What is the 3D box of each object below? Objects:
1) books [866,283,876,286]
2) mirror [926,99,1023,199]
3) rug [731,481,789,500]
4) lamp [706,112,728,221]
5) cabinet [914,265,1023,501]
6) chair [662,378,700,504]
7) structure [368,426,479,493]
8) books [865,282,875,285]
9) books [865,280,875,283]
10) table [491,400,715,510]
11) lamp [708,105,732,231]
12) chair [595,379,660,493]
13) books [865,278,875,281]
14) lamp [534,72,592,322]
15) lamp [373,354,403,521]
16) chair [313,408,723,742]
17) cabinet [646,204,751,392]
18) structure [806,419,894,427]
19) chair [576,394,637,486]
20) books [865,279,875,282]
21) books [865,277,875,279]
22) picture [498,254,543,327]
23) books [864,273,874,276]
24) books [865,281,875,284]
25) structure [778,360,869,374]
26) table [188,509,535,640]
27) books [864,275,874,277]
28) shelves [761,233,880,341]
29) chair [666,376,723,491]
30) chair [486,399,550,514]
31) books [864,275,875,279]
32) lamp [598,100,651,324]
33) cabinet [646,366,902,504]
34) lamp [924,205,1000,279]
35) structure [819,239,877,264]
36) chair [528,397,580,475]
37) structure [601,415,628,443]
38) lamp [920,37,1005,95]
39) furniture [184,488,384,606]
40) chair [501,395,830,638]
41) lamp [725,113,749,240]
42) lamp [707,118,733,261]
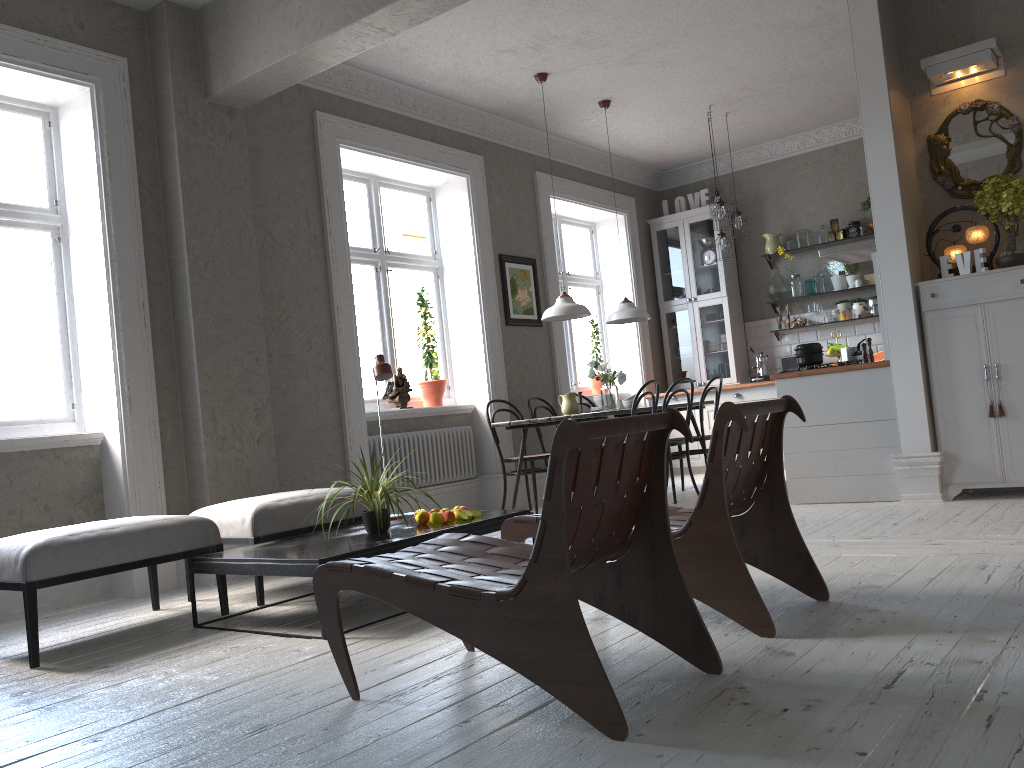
[{"bbox_3d":[3.567,-0.967,8.546,0.255,0.011,0.161,-8,-3,40],"label":"books"},{"bbox_3d":[2.811,-1.433,5.388,0.522,0.593,0.072,-8,-3,37],"label":"mirror"},{"bbox_3d":[2.032,0.795,6.683,0.721,0.014,1.315,-8,-3,37],"label":"rug"},{"bbox_3d":[1.769,-2.340,7.962,0.144,1.734,0.149,-7,-2,24],"label":"lamp"},{"bbox_3d":[2.810,0.005,5.157,0.653,1.297,0.392,-8,-3,37],"label":"cabinet"},{"bbox_3d":[1.153,0.438,6.774,0.537,0.920,0.447,-8,-3,45],"label":"chair"},{"bbox_3d":[-0.694,0.571,6.771,0.146,0.428,1.248,-7,-3,36],"label":"structure"},{"bbox_3d":[3.565,-0.979,8.546,0.255,0.011,0.161,-8,-3,43],"label":"books"},{"bbox_3d":[3.563,-1.000,8.547,0.161,0.016,0.255,-4,-3,-44],"label":"books"},{"bbox_3d":[0.824,0.578,7.045,0.886,0.735,1.959,-8,-3,37],"label":"table"},{"bbox_3d":[1.758,-2.216,7.772,0.147,1.734,0.146,-6,-2,-6],"label":"lamp"},{"bbox_3d":[0.825,0.454,6.339,0.538,0.920,0.446,-7,-3,34],"label":"chair"},{"bbox_3d":[3.561,-1.022,8.548,0.255,0.011,0.161,-8,-3,40],"label":"books"},{"bbox_3d":[0.313,-1.414,6.657,0.384,1.858,0.375,-5,-2,-15],"label":"lamp"},{"bbox_3d":[-0.652,0.272,4.479,0.140,0.839,0.248,-5,-2,-17],"label":"lamp"},{"bbox_3d":[-0.026,0.477,2.453,0.996,0.720,0.518,-8,-3,37],"label":"chair"},{"bbox_3d":[2.019,-0.878,9.522,0.861,1.920,0.396,-8,-3,37],"label":"cabinet"},{"bbox_3d":[2.187,0.241,5.921,0.606,0.623,0.635,-8,-3,37],"label":"structure"},{"bbox_3d":[0.767,0.520,7.733,0.447,0.920,0.537,-4,-3,-40],"label":"chair"},{"bbox_3d":[3.562,-1.011,8.548,0.255,0.011,0.161,-8,-3,43],"label":"books"},{"bbox_3d":[3.560,-1.032,8.548,0.255,0.011,0.161,-8,-3,43],"label":"books"},{"bbox_3d":[0.083,-0.809,7.740,0.019,0.619,0.532,-8,-3,37],"label":"picture"},{"bbox_3d":[3.557,-1.064,8.550,0.255,0.011,0.161,-8,-3,43],"label":"books"},{"bbox_3d":[3.564,-0.989,8.547,0.161,0.016,0.255,-4,-3,-40],"label":"books"},{"bbox_3d":[2.132,-0.118,5.954,0.486,0.031,0.618,-8,-3,37],"label":"structure"},{"bbox_3d":[-0.618,0.820,4.014,0.832,0.303,1.337,-8,-3,37],"label":"table"},{"bbox_3d":[3.558,-1.054,8.549,0.161,0.016,0.255,-4,-3,-44],"label":"books"},{"bbox_3d":[3.194,-0.939,8.817,1.290,0.923,0.233,-8,-3,37],"label":"shelves"},{"bbox_3d":[1.468,0.422,7.156,0.538,0.920,0.446,-7,-3,34],"label":"chair"},{"bbox_3d":[0.109,0.553,6.897,0.537,0.920,0.447,-8,-3,45],"label":"chair"},{"bbox_3d":[3.559,-1.043,8.549,0.161,0.016,0.255,-4,-3,-40],"label":"books"},{"bbox_3d":[0.868,-1.441,7.381,0.371,1.858,0.387,-8,-3,44],"label":"lamp"},{"bbox_3d":[2.594,0.345,7.468,1.998,0.854,4.174,-6,-2,-6],"label":"cabinet"},{"bbox_3d":[2.712,-0.793,5.322,0.175,0.558,0.440,-4,-3,-45],"label":"lamp"},{"bbox_3d":[2.728,-1.795,6.776,0.698,1.595,0.726,-8,-3,37],"label":"structure"},{"bbox_3d":[0.451,0.536,7.349,0.538,0.920,0.446,-7,-3,34],"label":"chair"},{"bbox_3d":[0.878,0.494,8.824,0.146,0.428,1.248,-7,-3,36],"label":"structure"},{"bbox_3d":[2.715,-1.908,5.339,0.407,0.171,0.224,-8,-3,37],"label":"lamp"},{"bbox_3d":[-1.149,0.801,4.571,0.571,0.476,0.845,-8,-3,37],"label":"furniture"},{"bbox_3d":[0.505,0.451,3.147,0.996,0.720,0.518,-8,-3,37],"label":"chair"},{"bbox_3d":[1.967,-2.176,8.018,0.144,1.734,0.149,-7,-2,24],"label":"lamp"},{"bbox_3d":[1.850,-2.000,8.117,0.146,1.734,0.147,-6,-2,4],"label":"lamp"}]
